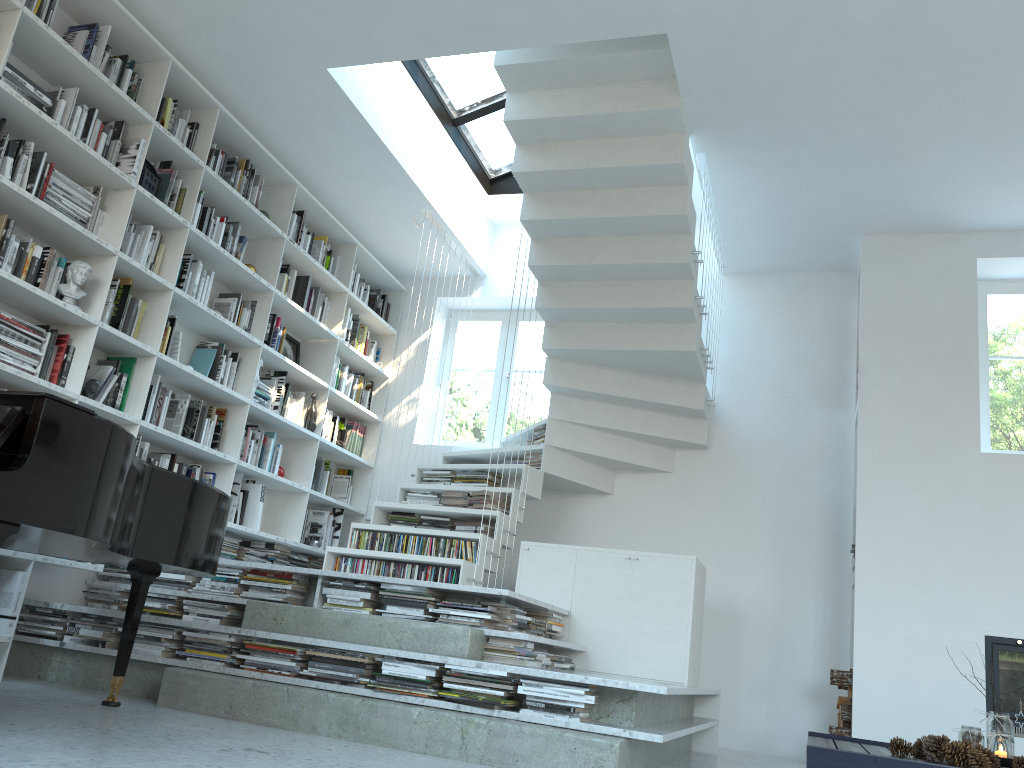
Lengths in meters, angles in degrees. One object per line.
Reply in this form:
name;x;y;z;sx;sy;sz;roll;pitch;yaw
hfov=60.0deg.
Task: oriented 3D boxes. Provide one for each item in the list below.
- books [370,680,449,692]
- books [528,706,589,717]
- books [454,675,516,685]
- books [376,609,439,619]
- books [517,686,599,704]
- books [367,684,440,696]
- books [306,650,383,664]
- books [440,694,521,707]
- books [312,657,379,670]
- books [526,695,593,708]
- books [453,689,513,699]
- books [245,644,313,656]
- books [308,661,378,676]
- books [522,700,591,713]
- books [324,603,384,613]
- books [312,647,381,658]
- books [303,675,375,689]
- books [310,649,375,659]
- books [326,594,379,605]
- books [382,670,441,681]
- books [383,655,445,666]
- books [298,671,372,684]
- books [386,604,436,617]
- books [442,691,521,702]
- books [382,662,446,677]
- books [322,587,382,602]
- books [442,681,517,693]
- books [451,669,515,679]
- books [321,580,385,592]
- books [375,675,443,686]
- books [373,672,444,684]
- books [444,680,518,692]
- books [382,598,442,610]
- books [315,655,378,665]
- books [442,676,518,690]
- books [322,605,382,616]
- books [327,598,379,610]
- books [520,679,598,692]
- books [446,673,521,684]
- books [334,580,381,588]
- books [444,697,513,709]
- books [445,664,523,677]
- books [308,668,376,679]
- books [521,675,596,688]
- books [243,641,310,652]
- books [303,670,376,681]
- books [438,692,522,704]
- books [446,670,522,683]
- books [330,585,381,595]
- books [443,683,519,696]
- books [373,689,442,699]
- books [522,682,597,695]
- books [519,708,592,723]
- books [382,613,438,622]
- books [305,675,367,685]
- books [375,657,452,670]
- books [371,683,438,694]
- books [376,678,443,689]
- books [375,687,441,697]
books;-0.401;1.194;3.504;0.267;0.008;0.181;2;-18;18
books;0.178;1.224;3.327;0.205;0.014;0.132;2;-18;19
books;-0.103;1.149;3.439;0.210;0.009;0.134;0;-18;23
books;-0.471;1.075;4.128;0.292;0.007;0.155;1;-18;22
books;0.177;1.163;3.321;0.287;0.027;0.157;3;-17;14
books;-0.402;1.210;3.504;0.297;0.005;0.171;2;-18;18
books;-0.680;1.116;3.625;0.281;0.014;0.171;3;-18;16
books;-0.119;1.212;3.401;0.276;0.009;0.179;2;-18;17
books;-0.679;1.143;3.630;0.239;0.017;0.143;3;-17;15
books;0.180;1.191;3.332;0.224;0.019;0.138;1;-18;20
books;-0.111;1.195;3.422;0.196;0.014;0.154;2;-18;19
books;-0.974;1.118;3.724;0.235;0.014;0.166;3;-17;14
books;-0.686;1.160;3.614;0.244;0.025;0.161;3;-17;14
books;0.169;1.198;3.299;0.205;0.017;0.188;0;-18;24
books;-0.754;1.073;4.243;0.258;0.013;0.136;2;-18;19
books;-0.675;1.103;3.639;0.239;0.008;0.160;1;-18;20
books;-0.689;1.213;3.608;0.291;0.012;0.143;0;-18;23
books;-0.675;1.111;3.641;0.268;0.007;0.157;2;-18;19
books;-0.758;1.028;4.228;0.187;0.015;0.178;0;-18;24
books;-0.396;1.154;3.514;0.182;0.016;0.180;3;-18;16
books;-0.386;1.105;3.541;0.215;0.014;0.157;1;-18;21
books;-0.694;1.191;3.594;0.290;0.009;0.190;1;-18;22
books;-0.467;1.060;4.138;0.189;0.028;0.156;1;-18;20
books;-0.114;1.202;3.412;0.268;0.006;0.171;2;-18;19
books;-0.389;1.137;3.533;0.222;0.028;0.141;3;-17;14
books;-0.753;1.009;4.239;0.250;0.029;0.175;2;-18;17
books;-0.110;1.170;3.422;0.290;0.004;0.150;0;-18;23
books;-0.108;1.119;3.424;0.196;0.010;0.179;0;-18;24
books;-0.753;0.968;4.238;0.256;0.014;0.192;3;-17;15
books;-0.393;1.179;3.526;0.266;0.010;0.145;2;-18;18
books;-0.397;1.166;3.512;0.260;0.007;0.172;1;-18;22
books;-0.107;1.168;3.432;0.292;0.007;0.131;3;-17;15
books;-0.466;1.031;4.137;0.230;0.026;0.178;2;-18;19
books;-0.677;1.132;3.636;0.217;0.008;0.150;2;-18;18
books;-0.112;1.152;3.416;0.281;0.013;0.168;3;-17;14
books;-0.759;1.084;4.231;0.262;0.016;0.132;0;-18;24
books;-0.757;1.050;4.233;0.192;0.024;0.168;1;-18;20
books;0.180;1.129;3.324;0.266;0.010;0.177;3;-17;15
books;-0.107;1.138;3.429;0.251;0.006;0.176;2;-18;19
books;-0.742;0.964;4.269;0.181;0.014;0.134;0;-18;24
books;-0.123;1.220;3.388;0.209;0.016;0.192;0;-18;24
books;-0.106;1.107;3.427;0.256;0.016;0.183;1;-18;22
books;-0.688;1.176;3.607;0.220;0.011;0.178;1;-18;21
books;0.179;1.115;3.320;0.256;0.014;0.192;3;-17;15
books;-0.973;1.104;3.725;0.249;0.012;0.179;3;-18;16
books;-0.687;1.188;3.613;0.290;0.008;0.147;3;-17;15
books;-0.120;1.203;3.397;0.275;0.006;0.192;1;-18;21
books;-0.102;1.135;3.441;0.284;0.008;0.133;3;-17;15
books;-0.747;0.990;4.254;0.208;0.017;0.145;3;-17;14
books;-0.115;1.175;3.408;0.246;0.015;0.191;1;-18;20
books;-0.408;1.218;3.486;0.224;0.005;0.193;3;-17;15
books;0.180;1.143;3.326;0.243;0.015;0.165;0;-18;23
books;0.166;1.230;3.295;0.230;0.017;0.185;1;-18;21
books;-0.471;1.089;4.128;0.230;0.020;0.143;0;-18;24
books;-0.688;1.204;3.610;0.262;0.007;0.155;1;-18;21
books;-0.387;1.117;3.537;0.288;0.013;0.140;0;-18;24
books;-0.400;1.204;3.507;0.275;0.009;0.159;1;-18;22
books;-0.402;1.182;3.502;0.215;0.013;0.190;2;-18;17
books;-0.401;1.218;3.506;0.236;0.008;0.148;0;-18;24
